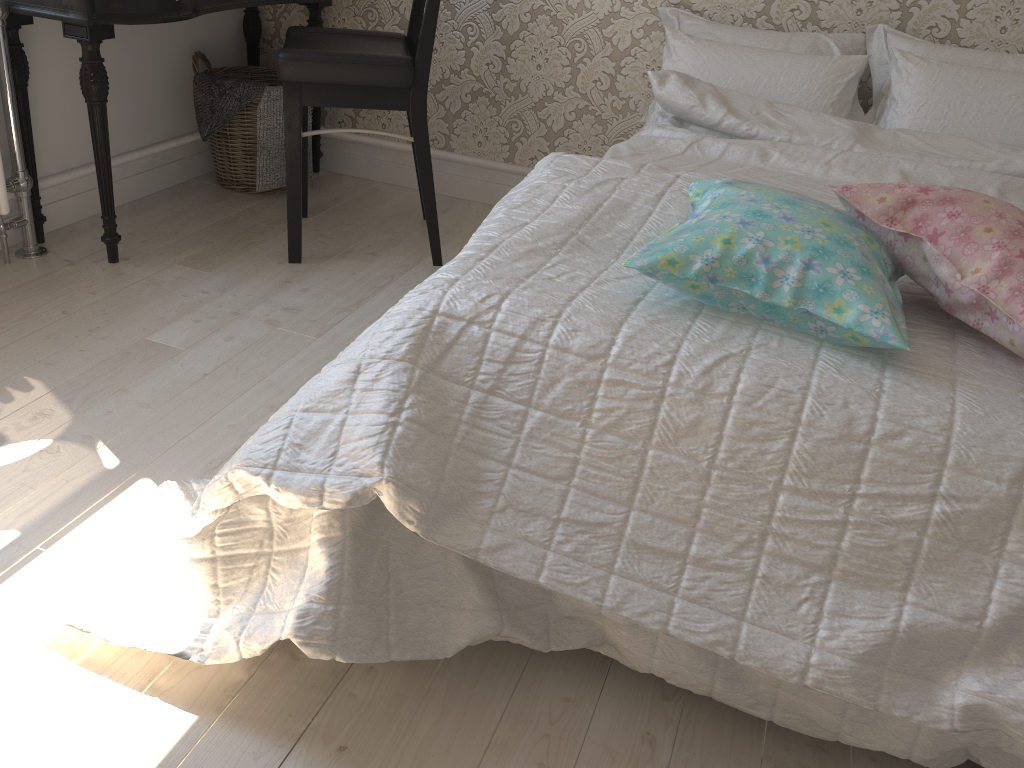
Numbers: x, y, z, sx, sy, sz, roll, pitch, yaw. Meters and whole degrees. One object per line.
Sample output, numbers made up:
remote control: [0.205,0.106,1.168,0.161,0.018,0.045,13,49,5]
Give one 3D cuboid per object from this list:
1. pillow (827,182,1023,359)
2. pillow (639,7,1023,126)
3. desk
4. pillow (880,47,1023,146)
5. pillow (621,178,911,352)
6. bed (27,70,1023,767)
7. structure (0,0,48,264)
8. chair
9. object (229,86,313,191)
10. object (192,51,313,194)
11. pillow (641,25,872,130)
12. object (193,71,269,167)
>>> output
pillow: [0.683,-0.173,1.275,0.357,0.195,0.405,-16,35,-34]
pillow: [0.958,-0.789,2.410,1.261,0.342,0.321,15,29,17]
desk: [-0.949,-0.936,2.683,0.438,0.792,1.143,14,29,16]
pillow: [1.207,-0.644,2.219,0.567,0.297,0.208,15,28,16]
pillow: [0.393,-0.183,1.286,0.385,0.162,0.373,17,31,20]
bed: [0.620,-0.170,1.773,1.965,0.608,2.286,15,30,16]
structure: [-1.457,-0.427,1.830,0.167,0.656,1.104,14,29,16]
chair: [-0.421,-0.816,2.524,0.457,0.829,0.475,0,27,-11]
object: [-0.844,-0.871,2.996,0.292,0.342,0.360,-11,32,-29]
object: [-0.867,-0.903,3.024,0.398,0.416,0.404,-15,34,-35]
pillow: [0.647,-0.774,2.398,0.564,0.292,0.211,15,28,16]
object: [-0.893,-0.875,2.961,0.305,0.320,0.379,15,29,17]
